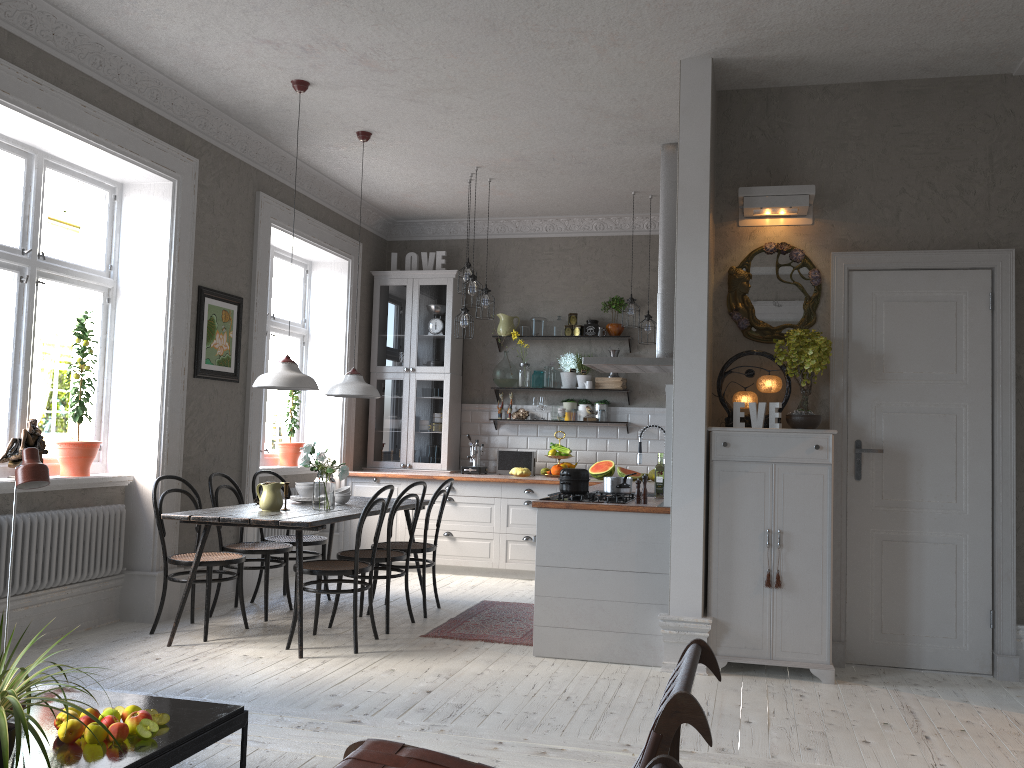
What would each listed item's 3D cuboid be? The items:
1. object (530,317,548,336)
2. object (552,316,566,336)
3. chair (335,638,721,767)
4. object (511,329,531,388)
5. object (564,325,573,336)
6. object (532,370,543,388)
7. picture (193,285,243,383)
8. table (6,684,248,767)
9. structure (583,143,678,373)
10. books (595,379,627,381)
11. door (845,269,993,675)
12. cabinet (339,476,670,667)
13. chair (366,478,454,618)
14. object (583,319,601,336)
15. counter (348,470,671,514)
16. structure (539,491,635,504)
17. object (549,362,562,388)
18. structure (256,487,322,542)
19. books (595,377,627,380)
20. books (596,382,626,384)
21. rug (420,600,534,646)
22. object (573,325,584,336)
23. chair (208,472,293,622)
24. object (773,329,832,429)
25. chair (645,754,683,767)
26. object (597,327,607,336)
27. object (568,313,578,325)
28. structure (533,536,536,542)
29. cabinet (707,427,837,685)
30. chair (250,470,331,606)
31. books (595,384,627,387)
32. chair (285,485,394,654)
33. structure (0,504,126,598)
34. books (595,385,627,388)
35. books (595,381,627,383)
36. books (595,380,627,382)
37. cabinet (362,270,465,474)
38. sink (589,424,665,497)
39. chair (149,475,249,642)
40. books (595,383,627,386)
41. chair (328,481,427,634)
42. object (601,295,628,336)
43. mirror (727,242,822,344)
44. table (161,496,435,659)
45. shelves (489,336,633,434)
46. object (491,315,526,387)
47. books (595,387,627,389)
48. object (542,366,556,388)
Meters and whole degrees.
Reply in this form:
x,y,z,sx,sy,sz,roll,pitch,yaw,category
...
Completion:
x,y,z,sx,sy,sz,roll,pitch,yaw,category
0.250,-0.530,8.380,0.175,0.184,0.168,4,-4,-37,object
0.449,-0.539,8.433,0.142,0.220,0.137,3,-4,-26,object
-0.031,0.976,2.061,1.007,0.721,0.512,1,-4,14,chair
0.082,-0.236,8.301,0.191,0.540,0.282,1,-4,7,object
0.536,-0.491,8.304,0.082,0.113,0.083,1,-4,14,object
0.250,-0.039,8.397,0.124,0.172,0.127,1,-4,18,object
-2.026,-0.332,6.141,0.020,0.620,0.526,1,-4,15,picture
-1.462,1.169,2.392,0.841,0.303,1.323,1,-4,15,table
0.943,-0.899,6.344,0.706,1.596,0.719,1,-4,14,structure
0.919,-0.038,8.217,0.257,0.016,0.160,0,-4,23,books
2.235,0.455,4.863,0.744,2.183,0.080,1,-4,13,door
0.246,1.195,6.778,2.025,0.854,4.117,4,-4,-29,cabinet
-0.689,1.097,6.060,0.545,0.921,0.441,1,-4,12,chair
0.752,-0.516,8.303,0.140,0.174,0.143,1,-4,14,object
-0.217,0.769,6.762,3.131,0.039,3.423,1,-4,14,counter
0.470,0.666,5.261,0.491,0.031,0.611,1,-4,14,structure
0.409,-0.078,8.426,0.130,0.264,0.133,1,-4,20,object
-1.894,1.079,7.340,0.147,0.428,1.234,1,-4,13,structure
0.919,-0.049,8.218,0.257,0.011,0.160,0,-4,20,books
0.918,-0.006,8.215,0.258,0.011,0.159,1,-4,17,books
-0.035,1.553,5.823,0.729,0.014,1.301,1,-4,15,rug
0.620,-0.490,8.281,0.081,0.113,0.084,0,-4,24,object
-1.724,1.054,5.839,0.545,0.921,0.441,1,-4,12,chair
1.601,-0.028,4.823,0.348,0.553,0.291,5,-5,-42,object
-0.258,0.920,1.228,1.007,0.721,0.512,1,-4,14,chair
0.833,-0.482,8.180,0.092,0.096,0.075,1,-4,15,object
0.569,-0.603,8.291,0.083,0.113,0.082,2,-3,-6,object
0.483,1.029,5.229,0.612,0.623,0.628,1,-4,14,structure
1.391,0.891,4.791,0.660,1.297,0.387,1,-4,14,cabinet
-1.577,1.086,6.308,0.540,0.921,0.445,0,-4,27,chair
0.917,0.015,8.214,0.257,0.016,0.160,0,-4,23,books
-0.973,1.030,5.073,0.545,0.921,0.441,1,-4,12,chair
-2.567,0.911,4.875,0.147,0.428,1.234,1,-4,13,structure
0.916,0.026,8.213,0.256,0.016,0.160,0,-4,26,books
0.918,-0.017,8.216,0.257,0.011,0.160,0,-4,20,books
0.918,-0.028,8.217,0.256,0.016,0.160,0,-4,26,books
-0.912,-0.101,8.498,0.871,1.921,0.391,1,-4,13,cabinet
0.782,0.619,5.863,0.523,0.720,0.491,1,-4,14,sink
-1.868,1.017,5.298,0.541,0.921,0.444,0,-4,22,chair
0.917,0.005,8.215,0.257,0.011,0.160,0,-4,20,books
-0.835,1.065,5.593,0.541,0.921,0.444,0,-4,22,chair
0.968,-0.627,8.212,0.255,0.397,0.246,-1,-4,39,object
1.507,-0.529,5.096,0.527,0.593,0.072,1,-4,13,mirror
-1.266,1.152,5.703,0.896,0.735,1.938,1,-4,15,table
0.461,0.019,8.313,1.304,0.923,0.231,1,-4,13,shelves
-0.073,-0.303,8.387,0.338,0.674,0.333,3,-4,-17,object
0.916,0.037,8.213,0.257,0.011,0.160,0,-4,20,books
0.346,-0.060,8.284,0.122,0.206,0.127,-1,-4,37,object
